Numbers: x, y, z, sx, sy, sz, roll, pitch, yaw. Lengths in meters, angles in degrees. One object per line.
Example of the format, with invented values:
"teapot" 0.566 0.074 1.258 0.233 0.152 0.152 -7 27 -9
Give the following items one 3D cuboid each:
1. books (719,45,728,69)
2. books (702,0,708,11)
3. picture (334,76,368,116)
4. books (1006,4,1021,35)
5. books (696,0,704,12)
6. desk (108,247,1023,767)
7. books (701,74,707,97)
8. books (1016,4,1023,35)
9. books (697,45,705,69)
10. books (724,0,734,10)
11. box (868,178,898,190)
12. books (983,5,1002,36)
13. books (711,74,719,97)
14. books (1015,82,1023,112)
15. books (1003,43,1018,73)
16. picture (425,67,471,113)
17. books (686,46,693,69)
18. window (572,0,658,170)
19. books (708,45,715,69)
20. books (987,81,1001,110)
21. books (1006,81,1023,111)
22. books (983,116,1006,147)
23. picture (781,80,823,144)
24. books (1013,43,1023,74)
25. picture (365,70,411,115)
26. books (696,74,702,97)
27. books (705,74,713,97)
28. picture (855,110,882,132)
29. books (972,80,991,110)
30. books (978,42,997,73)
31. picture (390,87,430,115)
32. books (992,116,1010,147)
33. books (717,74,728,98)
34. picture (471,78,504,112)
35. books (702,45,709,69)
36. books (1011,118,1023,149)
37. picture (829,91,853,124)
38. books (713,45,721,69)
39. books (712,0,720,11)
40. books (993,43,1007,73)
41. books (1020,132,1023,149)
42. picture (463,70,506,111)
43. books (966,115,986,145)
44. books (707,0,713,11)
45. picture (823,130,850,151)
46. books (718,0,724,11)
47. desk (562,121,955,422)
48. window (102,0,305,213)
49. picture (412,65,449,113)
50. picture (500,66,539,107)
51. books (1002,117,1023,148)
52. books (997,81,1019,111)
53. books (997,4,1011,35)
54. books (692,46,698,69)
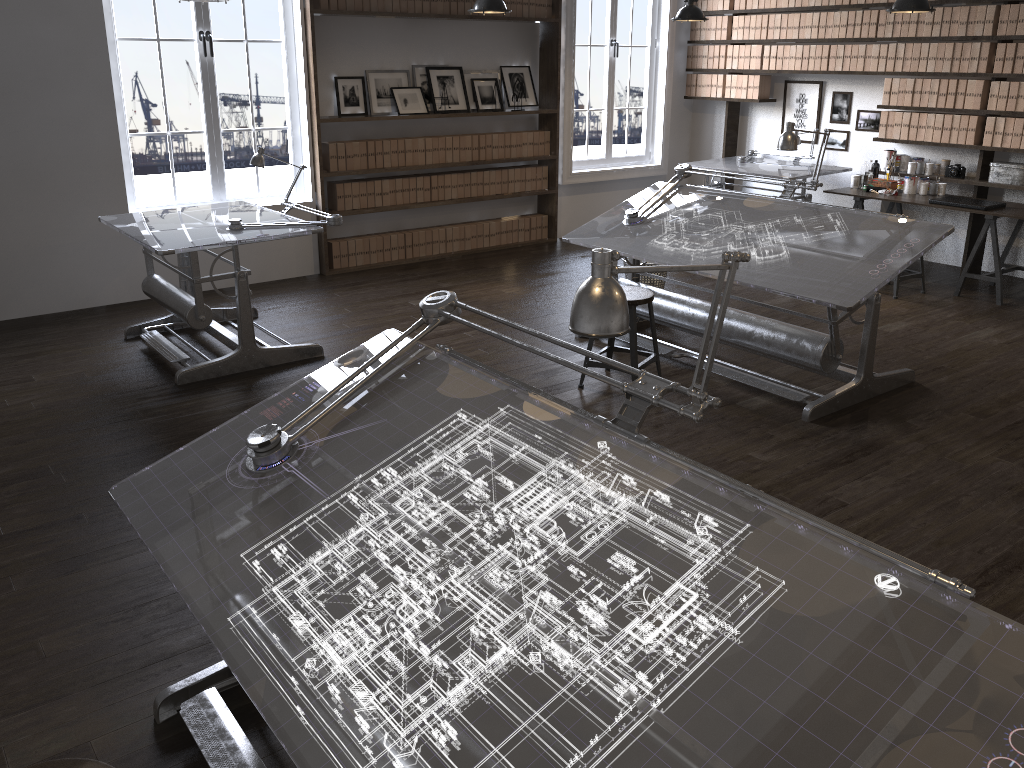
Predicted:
"books" 2.155 -3.259 8.831 0.175 0.222 0.067 -14 23 -35
"books" 1.989 -3.852 8.873 0.175 0.222 0.067 -14 23 -35
"picture" -1.325 -2.373 7.304 0.268 0.310 0.058 -14 22 -35
"books" 3.810 -2.734 6.662 0.175 0.222 0.067 -14 23 -35
"books" 1.943 -3.872 8.926 0.175 0.222 0.067 -14 23 -35
"desk" -0.017 0.394 1.838 1.082 1.366 2.090 -13 24 -35
"books" 2.026 -3.057 9.073 0.175 0.222 0.067 -14 23 -35
"books" 3.849 -2.713 6.606 0.175 0.222 0.067 -14 23 -35
"books" 1.979 -3.341 9.052 0.175 0.222 0.067 -14 23 -35
"books" 2.159 -3.772 8.658 0.175 0.222 0.067 -14 23 -35
"box" 3.131 -1.680 7.467 0.138 0.082 0.214 -14 24 -35
"books" 3.705 -2.781 6.788 0.175 0.222 0.067 -14 23 -35
"books" 2.104 -3.018 8.967 0.175 0.222 0.067 -14 23 -35
"books" 3.901 -2.172 6.708 0.175 0.222 0.067 -14 23 -35
"books" 3.818 -2.469 6.726 0.175 0.222 0.067 -14 23 -35
"picture" -0.558 -2.578 7.765 0.375 0.385 0.150 -14 23 -35
"books" 1.891 -3.378 9.154 0.175 0.222 0.067 -14 23 -35
"window" 0.978 -3.276 8.705 1.251 2.275 0.155 -13 22 -35
"books" 2.065 -3.301 8.945 0.175 0.222 0.067 -14 23 -35
"books" 3.775 -2.230 6.866 0.175 0.222 0.067 -14 23 -35
"books" 3.859 -2.189 6.754 0.175 0.222 0.067 -14 23 -35
"books" 3.778 -1.979 6.935 0.175 0.222 0.067 -14 23 -35
"picture" 2.761 -2.598 8.456 0.040 0.566 0.419 -13 23 -35
"books" 3.868 -2.449 6.672 0.175 0.222 0.067 -14 23 -35
"picture" -1.030 -2.464 7.486 0.418 0.360 0.084 -14 23 -35
"books" 1.988 -3.076 9.124 0.175 0.222 0.067 -14 23 -35
"books" 2.060 -3.038 9.022 0.175 0.222 0.067 -14 23 -35
"picture" 3.200 -2.356 7.931 0.023 0.181 0.253 -13 23 -35
"books" 3.701 -2.269 6.951 0.175 0.222 0.067 -14 23 -35
"books" 3.706 -2.532 6.874 0.175 0.222 0.067 -14 23 -35
"picture" -0.867 -2.408 7.535 0.301 0.225 0.146 -14 23 -35
"books" 3.824 -1.959 6.881 0.175 0.222 0.067 -14 23 -35
"books" 2.150 -2.998 8.914 0.175 0.222 0.067 -14 23 -35
"picture" -0.223 -2.621 8.032 0.291 0.286 0.128 -14 23 -35
"books" 2.018 -3.320 8.996 0.175 0.222 0.067 -14 23 -35
"books" 3.910 -1.920 6.776 0.175 0.222 0.067 -14 23 -35
"picture" 3.022 -2.536 8.128 0.022 0.280 0.203 -13 23 -35
"books" 2.106 -3.278 8.885 0.175 0.222 0.067 -14 23 -35
"books" 2.075 -3.813 8.768 0.175 0.222 0.067 -14 23 -35
"books" 3.778 -2.491 6.785 0.175 0.222 0.067 -14 23 -35
"books" 3.949 -1.900 6.721 0.175 0.222 0.067 -14 23 -35
"picture" -0.258 -2.663 8.046 0.436 0.356 0.096 -14 23 -35
"books" 3.699 -2.017 7.036 0.175 0.222 0.067 -14 23 -35
"books" 2.034 -3.833 8.822 0.175 0.222 0.067 -14 23 -35
"picture" 3.013 -2.263 8.223 0.023 0.181 0.253 -13 23 -35
"books" 2.114 -3.793 8.712 0.175 0.222 0.067 -14 23 -35
"desk" 1.297 -0.845 5.223 1.082 1.365 2.303 -13 24 -35
"window" -2.259 -2.477 6.518 1.491 2.460 0.155 -13 22 -35
"picture" -0.690 -2.574 7.731 0.371 0.400 0.092 -14 23 -35
"picture" 0.067 -2.767 8.236 0.345 0.359 0.162 -14 23 -35
"books" 3.869 -1.940 6.831 0.175 0.222 0.067 -14 23 -35
"books" 3.816 -2.209 6.809 0.175 0.222 0.067 -14 23 -35
"books" 3.769 -2.754 6.716 0.175 0.222 0.067 -14 23 -35
"books" 1.936 -3.361 9.106 0.175 0.222 0.067 -14 23 -35
